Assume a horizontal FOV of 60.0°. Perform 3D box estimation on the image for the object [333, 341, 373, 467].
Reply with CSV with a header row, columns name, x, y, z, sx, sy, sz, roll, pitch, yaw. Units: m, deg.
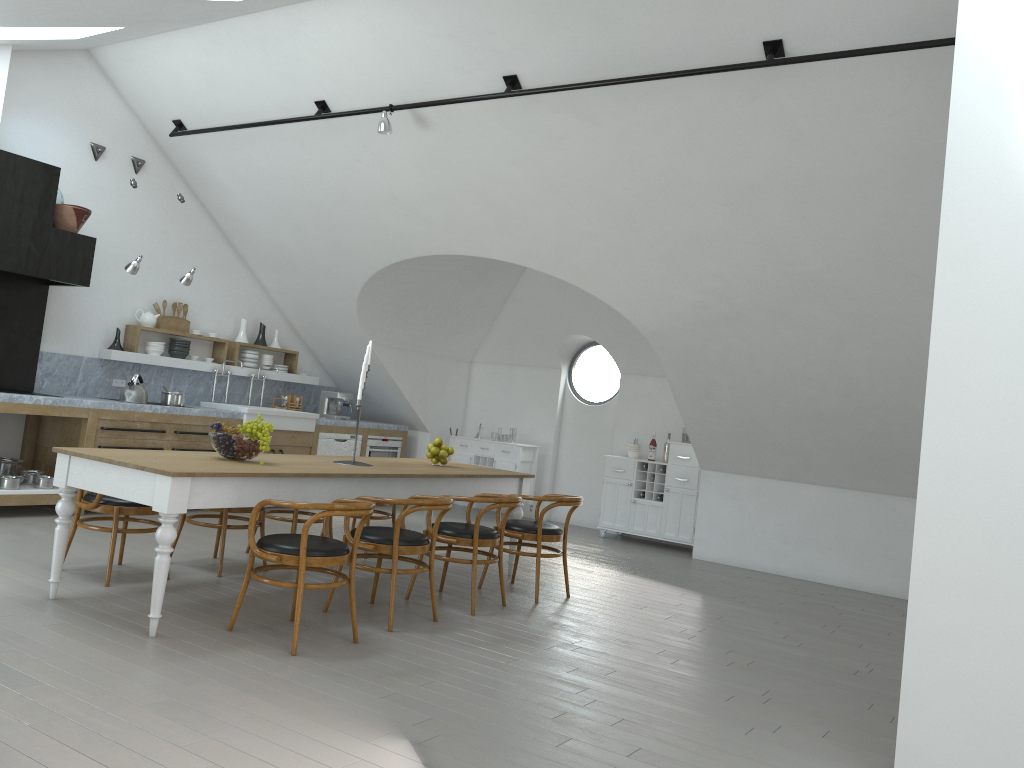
name,x,y,z,sx,sy,sz,roll,pitch,yaw
object,-1.007,0.108,6.037,0.266,0.877,0.773,6,-3,7

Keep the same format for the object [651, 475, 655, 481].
name,x,y,z,sx,sy,sz,roll,pitch,yaw
object,1.616,1.044,9.809,0.085,0.085,0.330,5,-3,32

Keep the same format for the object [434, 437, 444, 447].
name,x,y,z,sx,sy,sz,roll,pitch,yaw
object,-0.556,0.442,6.727,0.072,0.074,0.072,5,-3,33

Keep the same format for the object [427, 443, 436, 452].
name,x,y,z,sx,sy,sz,roll,pitch,yaw
object,-0.610,0.483,6.723,0.066,0.071,0.072,6,-3,2

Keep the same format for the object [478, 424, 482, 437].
name,x,y,z,sx,sy,sz,roll,pitch,yaw
object,-0.401,0.587,11.145,0.024,0.164,0.039,10,-5,-44

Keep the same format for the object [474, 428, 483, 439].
name,x,y,z,sx,sy,sz,roll,pitch,yaw
object,-0.418,0.620,11.163,0.101,0.138,0.066,5,-4,33

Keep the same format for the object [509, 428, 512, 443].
name,x,y,z,sx,sy,sz,roll,pitch,yaw
object,-0.008,0.629,10.789,0.054,0.179,0.054,6,-4,10

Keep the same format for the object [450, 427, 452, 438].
name,x,y,z,sx,sy,sz,roll,pitch,yaw
object,-0.750,0.681,11.076,0.088,0.269,0.029,6,-4,6

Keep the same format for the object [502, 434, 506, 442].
name,x,y,z,sx,sy,sz,roll,pitch,yaw
object,-0.083,0.665,10.818,0.094,0.094,0.093,5,-3,20

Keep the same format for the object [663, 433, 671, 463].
name,x,y,z,sx,sy,sz,roll,pitch,yaw
object,1.725,0.709,9.810,0.085,0.331,0.085,7,-4,-8

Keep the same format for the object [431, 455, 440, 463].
name,x,y,z,sx,sy,sz,roll,pitch,yaw
object,-0.581,0.567,6.754,0.080,0.074,0.078,7,-3,-12

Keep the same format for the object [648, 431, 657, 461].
name,x,y,z,sx,sy,sz,roll,pitch,yaw
object,1.577,0.696,9.913,0.081,0.330,0.081,5,-4,29

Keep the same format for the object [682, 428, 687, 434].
name,x,y,z,sx,sy,sz,roll,pitch,yaw
object,1.887,0.563,9.694,0.048,0.170,0.048,8,-4,-25

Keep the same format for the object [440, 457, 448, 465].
name,x,y,z,sx,sy,sz,roll,pitch,yaw
object,-0.516,0.581,6.719,0.063,0.063,0.063,4,-4,44

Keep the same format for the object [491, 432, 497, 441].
name,x,y,z,sx,sy,sz,roll,pitch,yaw
object,-0.220,0.641,10.755,0.081,0.105,0.082,9,-4,-44

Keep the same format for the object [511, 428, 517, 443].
name,x,y,z,sx,sy,sz,roll,pitch,yaw
object,0.023,0.627,10.734,0.063,0.187,0.063,5,-4,18

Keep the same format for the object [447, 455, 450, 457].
name,x,y,z,sx,sy,sz,roll,pitch,yaw
object,-0.509,0.528,6.774,0.076,0.076,0.076,7,-3,0

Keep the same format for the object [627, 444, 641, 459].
name,x,y,z,sx,sy,sz,roll,pitch,yaw
object,1.372,0.762,10.004,0.157,0.160,0.154,8,-3,-29

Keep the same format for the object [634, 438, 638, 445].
name,x,y,z,sx,sy,sz,roll,pitch,yaw
object,1.413,0.729,10.248,0.115,0.209,0.065,4,-4,35

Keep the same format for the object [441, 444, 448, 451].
name,x,y,z,sx,sy,sz,roll,pitch,yaw
object,-0.512,0.486,6.702,0.053,0.057,0.058,9,-4,-43

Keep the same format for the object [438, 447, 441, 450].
name,x,y,z,sx,sy,sz,roll,pitch,yaw
object,-0.547,0.492,6.761,0.053,0.051,0.052,6,-3,4

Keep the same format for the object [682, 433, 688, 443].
name,x,y,z,sx,sy,sz,roll,pitch,yaw
object,1.874,0.591,9.611,0.081,0.105,0.081,8,-3,-19

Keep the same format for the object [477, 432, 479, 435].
name,x,y,z,sx,sy,sz,roll,pitch,yaw
object,-0.410,0.601,11.170,0.097,0.137,0.029,4,-4,36

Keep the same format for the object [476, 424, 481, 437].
name,x,y,z,sx,sy,sz,roll,pitch,yaw
object,-0.419,0.584,11.175,0.039,0.175,0.054,4,-4,33

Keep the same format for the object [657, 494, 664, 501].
name,x,y,z,sx,sy,sz,roll,pitch,yaw
object,1.674,1.248,9.732,0.081,0.081,0.357,5,-3,31

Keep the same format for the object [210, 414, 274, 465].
name,x,y,z,sx,sy,sz,roll,pitch,yaw
object,-1.589,0.309,5.202,0.393,0.285,0.292,7,-3,-3

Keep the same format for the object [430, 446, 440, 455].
name,x,y,z,sx,sy,sz,roll,pitch,yaw
object,-0.578,0.502,6.658,0.071,0.064,0.072,5,-3,26

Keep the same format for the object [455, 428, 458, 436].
name,x,y,z,sx,sy,sz,roll,pitch,yaw
object,-0.704,0.685,11.046,0.029,0.269,0.088,9,-4,-31

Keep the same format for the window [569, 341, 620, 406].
name,x,y,z,sx,sy,sz,roll,pitch,yaw
window,1.066,-0.127,10.938,0.901,0.901,0.060,5,-4,33

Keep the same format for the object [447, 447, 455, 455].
name,x,y,z,sx,sy,sz,roll,pitch,yaw
object,-0.468,0.508,6.732,0.063,0.063,0.062,7,-3,-5

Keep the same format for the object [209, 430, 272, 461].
name,x,y,z,sx,sy,sz,roll,pitch,yaw
object,-1.610,0.371,5.224,0.360,0.160,0.359,6,-2,13

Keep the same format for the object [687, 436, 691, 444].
name,x,y,z,sx,sy,sz,roll,pitch,yaw
object,1.941,0.611,9.662,0.077,0.085,0.077,4,-4,41

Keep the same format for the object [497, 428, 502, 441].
name,x,y,z,sx,sy,sz,roll,pitch,yaw
object,-0.153,0.618,10.808,0.048,0.170,0.048,5,-4,20

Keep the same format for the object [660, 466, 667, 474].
name,x,y,z,sx,sy,sz,roll,pitch,yaw
object,1.710,0.945,9.745,0.088,0.085,0.359,5,-3,33

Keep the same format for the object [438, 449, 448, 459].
name,x,y,z,sx,sy,sz,roll,pitch,yaw
object,-0.519,0.529,6.666,0.071,0.072,0.070,7,-3,-3

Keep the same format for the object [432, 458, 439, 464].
name,x,y,z,sx,sy,sz,roll,pitch,yaw
object,-0.579,0.580,6.686,0.050,0.050,0.051,4,-3,36

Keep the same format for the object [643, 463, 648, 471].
name,x,y,z,sx,sy,sz,roll,pitch,yaw
object,1.541,0.926,9.865,0.093,0.094,0.358,5,-3,33

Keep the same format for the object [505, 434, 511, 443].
name,x,y,z,sx,sy,sz,roll,pitch,yaw
object,-0.054,0.663,10.731,0.071,0.099,0.071,9,-4,-34

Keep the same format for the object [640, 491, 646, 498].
name,x,y,z,sx,sy,sz,roll,pitch,yaw
object,1.533,1.232,9.833,0.156,0.085,0.330,5,-3,34

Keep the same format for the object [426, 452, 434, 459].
name,x,y,z,sx,sy,sz,roll,pitch,yaw
object,-0.620,0.536,6.696,0.060,0.056,0.059,5,-3,27

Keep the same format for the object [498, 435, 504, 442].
name,x,y,z,sx,sy,sz,roll,pitch,yaw
object,-0.136,0.660,10.743,0.077,0.085,0.077,5,-3,20
